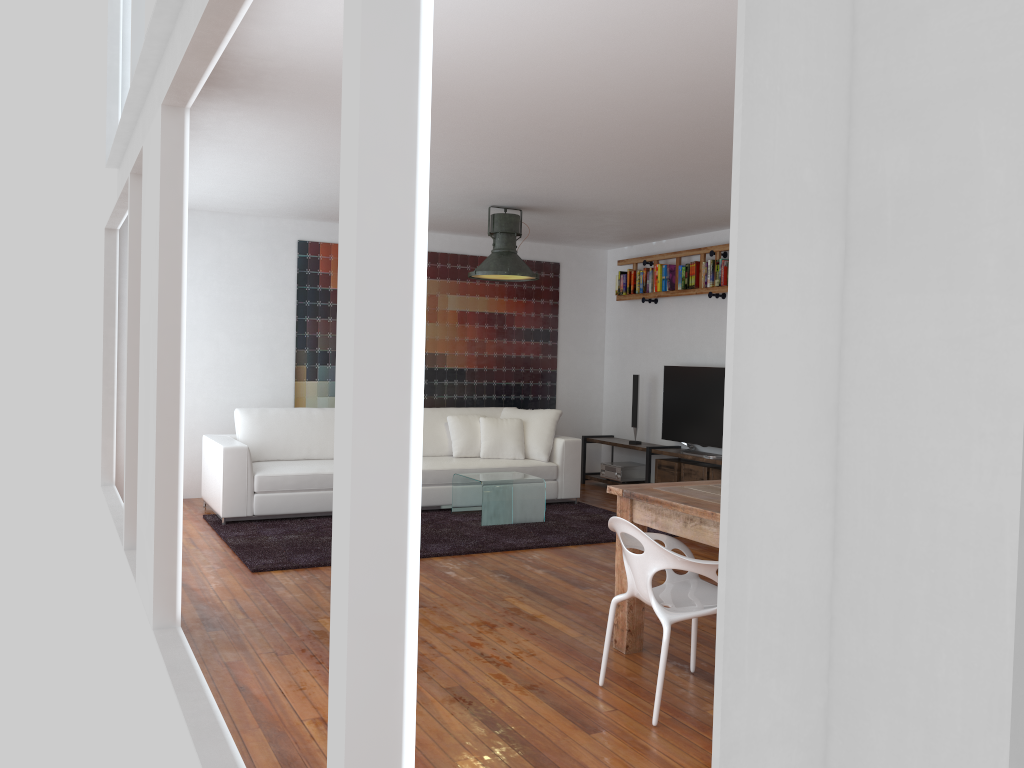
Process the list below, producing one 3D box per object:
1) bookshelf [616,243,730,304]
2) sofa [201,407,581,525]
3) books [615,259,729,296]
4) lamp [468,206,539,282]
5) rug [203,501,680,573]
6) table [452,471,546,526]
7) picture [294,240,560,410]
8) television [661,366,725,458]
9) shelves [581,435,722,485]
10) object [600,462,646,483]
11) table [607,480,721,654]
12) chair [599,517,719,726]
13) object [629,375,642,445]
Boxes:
[{"bbox_3d":[1.838,-0.994,7.922,0.161,0.465,2.983,1,2,-28],"label":"bookshelf"},{"bbox_3d":[-0.972,0.628,7.606,3.086,0.842,0.987,1,2,-28],"label":"sofa"},{"bbox_3d":[2.698,-1.793,6.811,0.733,1.974,5.671,0,2,-38],"label":"books"},{"bbox_3d":[-0.059,-1.128,7.103,0.572,0.561,0.572,1,2,-23],"label":"lamp"},{"bbox_3d":[-0.540,1.078,6.769,3.193,0.019,1.895,1,2,-28],"label":"rug"},{"bbox_3d":[-0.112,0.903,7.095,0.551,0.337,0.565,1,2,-28],"label":"table"},{"bbox_3d":[-0.752,-0.227,8.747,2.770,2.136,0.007,1,2,-28],"label":"picture"},{"bbox_3d":[1.738,0.241,7.894,0.298,0.786,1.230,1,2,-28],"label":"television"},{"bbox_3d":[1.714,0.865,7.913,0.414,0.506,3.473,1,2,-28],"label":"shelves"},{"bbox_3d":[1.148,0.894,8.966,0.400,0.170,0.350,1,2,-28],"label":"object"},{"bbox_3d":[1.281,0.865,3.396,0.969,0.735,1.910,1,2,-27],"label":"table"},{"bbox_3d":[0.626,0.856,3.405,0.505,0.710,0.577,1,2,-23],"label":"chair"},{"bbox_3d":[1.228,0.251,8.758,0.089,0.687,0.089,0,2,-42],"label":"object"}]
